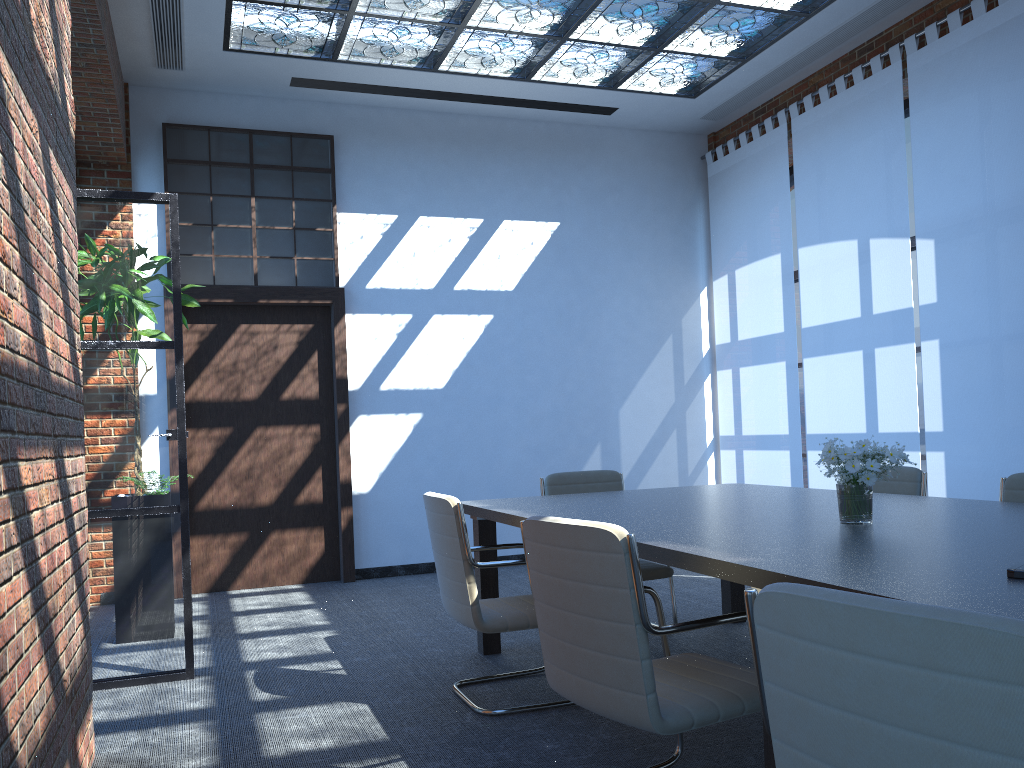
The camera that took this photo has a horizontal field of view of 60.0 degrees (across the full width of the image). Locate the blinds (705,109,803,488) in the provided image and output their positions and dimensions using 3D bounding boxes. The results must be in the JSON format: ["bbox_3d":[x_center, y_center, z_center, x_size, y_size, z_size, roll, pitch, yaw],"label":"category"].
[{"bbox_3d":[2.158,-0.387,7.933,0.039,3.754,1.220,-2,-1,-20],"label":"blinds"}]

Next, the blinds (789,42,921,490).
[{"bbox_3d":[2.586,-0.471,6.730,0.039,3.754,1.220,-2,-1,-20],"label":"blinds"}]

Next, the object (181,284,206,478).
[{"bbox_3d":[-2.381,0.335,5.566,0.945,2.489,1.326,-2,-1,-19],"label":"object"}]

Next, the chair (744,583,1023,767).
[{"bbox_3d":[0.811,0.757,1.394,0.706,0.922,0.561,-1,-2,-31],"label":"chair"}]

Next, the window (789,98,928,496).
[{"bbox_3d":[4.088,-0.566,4.158,0.160,3.604,9.637,-2,-3,-20],"label":"window"}]

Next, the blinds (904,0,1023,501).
[{"bbox_3d":[3.010,-0.554,5.537,0.039,3.754,1.220,-2,-1,-20],"label":"blinds"}]

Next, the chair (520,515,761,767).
[{"bbox_3d":[0.450,0.843,2.693,0.706,0.922,0.561,-1,-2,-31],"label":"chair"}]

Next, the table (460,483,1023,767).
[{"bbox_3d":[1.296,0.885,3.038,1.809,0.809,4.511,-1,-3,-20],"label":"table"}]

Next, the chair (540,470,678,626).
[{"bbox_3d":[0.554,0.975,5.142,0.560,0.922,0.707,-2,-2,-20],"label":"chair"}]

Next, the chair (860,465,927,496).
[{"bbox_3d":[1.694,0.896,4.550,0.706,0.922,0.561,-2,-2,-16],"label":"chair"}]

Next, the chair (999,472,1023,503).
[{"bbox_3d":[1.982,0.823,3.440,0.706,0.922,0.561,-1,-2,-26],"label":"chair"}]

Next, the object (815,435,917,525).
[{"bbox_3d":[1.213,0.333,3.115,0.329,0.309,0.336,-2,-2,-9],"label":"object"}]

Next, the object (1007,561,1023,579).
[{"bbox_3d":[1.336,0.277,1.938,0.391,0.282,0.323,-5,-3,44],"label":"object"}]

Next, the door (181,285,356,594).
[{"bbox_3d":[-2.029,0.436,7.179,1.399,2.433,0.200,-2,-1,-20],"label":"door"}]

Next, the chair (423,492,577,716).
[{"bbox_3d":[-0.009,0.933,3.983,0.706,0.922,0.561,-2,-2,-20],"label":"chair"}]

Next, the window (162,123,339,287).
[{"bbox_3d":[-2.089,-1.405,7.152,1.328,1.291,0.059,-2,-1,-20],"label":"window"}]
